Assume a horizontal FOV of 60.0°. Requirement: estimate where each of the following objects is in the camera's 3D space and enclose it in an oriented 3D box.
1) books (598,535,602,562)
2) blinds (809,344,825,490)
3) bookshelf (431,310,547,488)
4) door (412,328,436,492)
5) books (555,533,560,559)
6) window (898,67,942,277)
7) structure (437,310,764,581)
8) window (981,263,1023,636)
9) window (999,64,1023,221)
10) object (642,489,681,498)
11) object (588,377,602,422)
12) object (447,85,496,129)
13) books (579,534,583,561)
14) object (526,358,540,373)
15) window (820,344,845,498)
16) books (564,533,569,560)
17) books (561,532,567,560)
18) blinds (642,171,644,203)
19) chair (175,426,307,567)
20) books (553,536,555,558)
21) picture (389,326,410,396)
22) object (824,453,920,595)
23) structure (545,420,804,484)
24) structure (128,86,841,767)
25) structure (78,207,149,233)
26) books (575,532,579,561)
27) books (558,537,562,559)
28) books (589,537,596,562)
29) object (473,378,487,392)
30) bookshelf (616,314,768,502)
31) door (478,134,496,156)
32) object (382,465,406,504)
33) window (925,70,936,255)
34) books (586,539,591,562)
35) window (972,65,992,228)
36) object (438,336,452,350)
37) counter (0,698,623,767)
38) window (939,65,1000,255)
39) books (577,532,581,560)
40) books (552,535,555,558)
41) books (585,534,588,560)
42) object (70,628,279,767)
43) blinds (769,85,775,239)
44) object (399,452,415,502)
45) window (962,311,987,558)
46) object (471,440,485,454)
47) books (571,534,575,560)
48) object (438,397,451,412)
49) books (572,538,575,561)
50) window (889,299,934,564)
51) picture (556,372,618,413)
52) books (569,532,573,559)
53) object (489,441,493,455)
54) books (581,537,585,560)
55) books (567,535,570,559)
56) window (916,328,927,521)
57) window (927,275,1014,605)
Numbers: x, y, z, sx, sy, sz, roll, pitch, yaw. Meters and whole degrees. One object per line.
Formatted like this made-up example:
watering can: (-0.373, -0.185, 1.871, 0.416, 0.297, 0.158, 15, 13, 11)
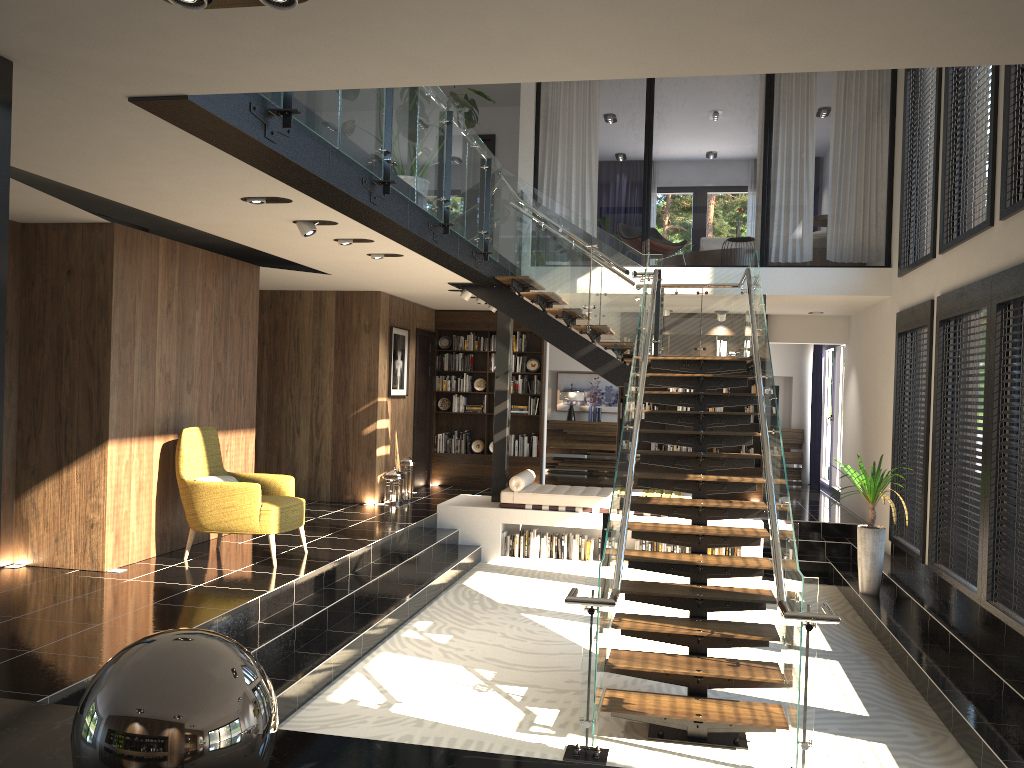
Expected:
books: (1.039, 1.937, 10.458, 0.030, 0.284, 0.176, 2, 0, 11)
blinds: (5.211, 0.444, 15.220, 0.161, 2.770, 1.080, 2, 0, 10)
bookshelf: (-0.358, 0.238, 13.562, 1.703, 2.683, 0.273, 2, 0, 11)
door: (-1.339, 0.379, 13.125, 0.104, 2.347, 0.931, 2, 0, 11)
books: (0.536, 1.923, 10.529, 0.028, 0.282, 0.173, 2, 0, 11)
window: (4.269, -2.397, 8.909, 0.358, 2.475, 1.393, 2, 0, 11)
structure: (1.098, 0.531, 10.818, 3.781, 3.245, 1.149, 2, 0, 11)
window: (3.576, 0.418, 5.856, 0.358, 2.475, 1.498, 2, 0, 11)
window: (3.653, -2.436, 5.776, 0.358, 2.475, 1.393, 2, 0, 11)
object: (1.800, 1.556, 10.692, 0.466, 0.510, 1.166, 2, 0, 11)
object: (1.572, 0.295, 16.762, 0.272, 0.860, 0.270, 2, 0, 26)
object: (-0.887, -2.257, 8.186, 1.464, 1.554, 1.260, 2, 0, -1)
books: (0.815, 1.926, 10.478, 0.023, 0.293, 0.157, 2, 0, 11)
object: (0.318, -0.276, 13.400, 0.212, 0.222, 0.082, 2, 0, 11)
window: (5.209, 0.527, 14.303, 0.184, 2.476, 2.981, 2, 0, 11)
books: (0.644, 1.921, 10.511, 0.025, 0.293, 0.205, 2, 0, 11)
books: (0.613, 1.917, 10.504, 0.033, 0.299, 0.196, 2, 0, 11)
blinds: (1.925, -2.812, 16.309, 1.080, 2.770, 0.161, 2, 0, 11)
chair: (-2.322, 0.932, 7.628, 1.030, 1.097, 0.807, 2, 0, 10)
books: (0.514, 1.933, 10.542, 0.019, 0.261, 0.183, 2, 0, 11)
picture: (-1.508, -0.294, 11.911, 0.028, 0.911, 0.748, 2, 0, 11)
object: (3.469, 1.358, 8.602, 0.876, 1.338, 0.830, 2, 0, 0)
structure: (2.122, 1.205, 16.610, 6.276, 0.982, 0.886, 2, 0, 11)
structure: (0.447, 0.080, 7.085, 3.447, 4.869, 7.280, 2, 0, 10)
structure: (-5.311, -0.125, 5.895, 1.964, 3.018, 6.662, 2, 0, 11)
books: (0.771, 1.919, 10.488, 0.026, 0.305, 0.187, 2, 0, 11)
books: (0.576, 1.948, 10.534, 0.050, 0.234, 0.149, 2, 0, 11)
books: (0.944, 1.947, 10.443, 0.050, 0.258, 0.215, 2, 0, 11)
object: (-0.487, 0.016, 13.577, 0.212, 0.222, 0.082, 2, 0, 11)
bookshelf: (2.610, 0.326, 12.978, 2.090, 2.683, 0.273, 2, 0, 11)
door: (-0.736, -2.614, 13.541, 0.931, 2.347, 0.104, 2, 0, 11)
object: (-1.519, 1.287, 11.403, 0.262, 0.483, 0.262, 2, 0, 11)
window: (4.337, -2.395, 8.887, 0.005, 2.297, 1.221, 2, 0, 11)
books: (0.904, 1.959, 10.442, 0.028, 0.233, 0.205, 2, 0, 11)
window: (4.029, -2.415, 7.321, 0.005, 2.297, 1.221, 2, 0, 11)
object: (-1.033, -0.630, 13.658, 0.212, 0.222, 0.082, 2, 0, 11)
counter: (-1.043, 0.462, 0.984, 3.573, 0.041, 0.698, 2, 0, 11)
window: (3.961, -2.417, 7.343, 0.358, 2.475, 1.393, 2, 0, 11)
books: (0.793, 1.919, 10.479, 0.020, 0.305, 0.172, 2, 0, 11)
books: (0.496, 1.933, 10.562, 0.023, 0.260, 0.133, 2, 0, 11)
books: (0.881, 1.928, 10.492, 0.036, 0.293, 0.128, 2, 0, 11)
object: (-0.392, 0.405, 1.044, 0.227, 0.228, 0.227, 2, 0, -28)
blinds: (3.249, -2.787, 10.494, 0.669, 2.699, 0.134, 2, 0, 11)
object: (-1.375, 1.213, 11.609, 0.182, 0.643, 0.182, 2, 0, 11)
window: (3.933, 0.439, 7.302, 0.005, 2.297, 1.313, 2, 0, 11)
object: (-0.521, 0.962, 13.563, 0.212, 0.222, 0.082, 2, 0, 11)
books: (0.721, 1.926, 10.504, 0.025, 0.287, 0.169, 2, 0, 11)
object: (-1.044, 0.316, 13.687, 0.212, 0.222, 0.082, 2, 0, 11)
books: (0.741, 1.947, 10.477, 0.027, 0.246, 0.193, 2, 0, 11)
window: (4.181, 0.460, 8.929, 0.358, 2.475, 1.393, 2, 0, 11)
picture: (2.596, 0.200, 16.709, 3.543, 0.748, 0.035, 2, 0, 11)
books: (0.700, 1.915, 10.517, 0.023, 0.308, 0.126, 2, 0, 11)
object: (-0.252, 0.970, 13.505, 0.212, 0.222, 0.082, 2, 0, 11)
books: (0.845, 1.948, 10.488, 0.034, 0.252, 0.151, 2, 0, 11)
books: (0.674, 1.933, 10.523, 0.029, 0.271, 0.128, 2, 0, 11)
window: (4.249, 0.462, 8.908, 0.005, 2.297, 1.221, 2, 0, 11)
window: (3.865, 0.437, 7.324, 0.358, 2.475, 1.498, 2, 0, 11)
